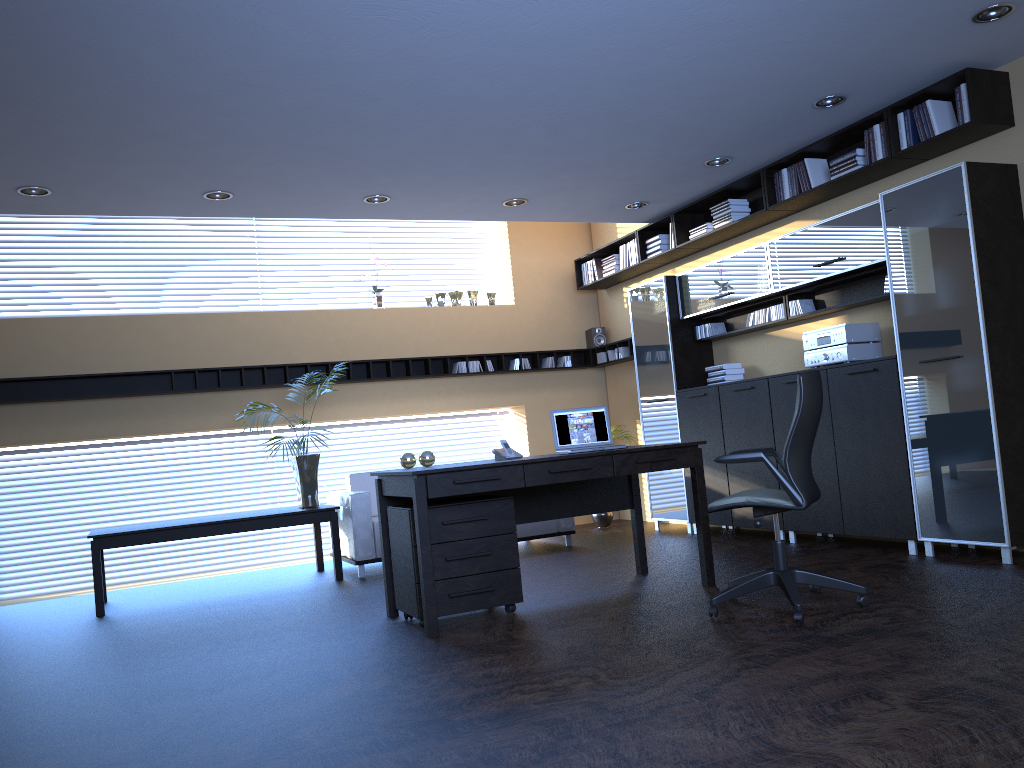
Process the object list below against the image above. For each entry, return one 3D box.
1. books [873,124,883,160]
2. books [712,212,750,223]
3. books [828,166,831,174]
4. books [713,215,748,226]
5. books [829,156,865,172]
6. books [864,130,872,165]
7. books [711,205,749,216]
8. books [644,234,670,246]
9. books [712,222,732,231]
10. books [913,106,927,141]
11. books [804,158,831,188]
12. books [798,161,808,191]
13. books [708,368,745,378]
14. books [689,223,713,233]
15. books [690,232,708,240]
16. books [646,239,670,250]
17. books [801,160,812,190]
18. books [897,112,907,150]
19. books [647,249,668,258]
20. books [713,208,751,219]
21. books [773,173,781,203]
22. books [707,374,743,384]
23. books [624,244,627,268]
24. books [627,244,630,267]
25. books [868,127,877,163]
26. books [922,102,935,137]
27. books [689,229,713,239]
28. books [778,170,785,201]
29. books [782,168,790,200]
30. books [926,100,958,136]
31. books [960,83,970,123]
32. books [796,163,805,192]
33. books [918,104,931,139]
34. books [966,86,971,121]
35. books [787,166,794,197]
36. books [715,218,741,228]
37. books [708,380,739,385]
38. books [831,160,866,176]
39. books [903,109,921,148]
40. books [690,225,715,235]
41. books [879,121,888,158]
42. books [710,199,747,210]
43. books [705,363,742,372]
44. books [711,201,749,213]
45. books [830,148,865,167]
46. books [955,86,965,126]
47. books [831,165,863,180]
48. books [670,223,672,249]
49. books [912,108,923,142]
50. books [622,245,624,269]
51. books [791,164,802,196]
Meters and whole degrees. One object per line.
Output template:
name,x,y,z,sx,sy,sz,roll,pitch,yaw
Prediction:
books,2.585,-1.646,6.091,0.207,0.258,0.050,-4,-3,-24
books,1.906,-1.444,7.722,0.207,0.028,0.259,-4,-4,-25
books,2.333,-1.580,6.724,0.207,0.257,0.072,-4,-3,-23
books,1.905,-1.417,7.696,0.207,0.028,0.259,-4,-4,-24
books,2.462,-1.582,6.402,0.207,0.031,0.259,-4,-4,-24
books,2.549,-1.635,6.190,0.207,0.260,0.055,-4,-3,-23
books,1.891,-1.503,7.699,0.207,0.028,0.259,-4,-4,-24
books,1.455,-1.413,8.703,0.207,0.050,0.259,-4,-4,-24
books,1.903,-1.360,7.692,0.207,0.028,0.259,-4,-4,-24
books,2.724,-1.681,5.765,0.207,0.259,0.075,-4,-3,-24
books,2.319,-1.580,6.693,0.207,0.257,0.072,-4,-3,-24
books,2.301,-1.574,6.769,0.207,0.259,0.075,-4,-3,-24
books,1.915,-0.099,7.930,0.207,0.050,0.259,-4,-4,-23
books,1.762,-1.411,8.019,0.207,0.028,0.259,-4,-4,-25
books,1.765,-1.327,7.991,0.207,0.028,0.259,-4,-4,-23
books,1.472,-1.365,8.683,0.207,0.050,0.259,-4,-4,-24
books,2.310,-1.575,6.737,0.207,0.257,0.072,-4,-3,-23
books,2.665,-1.666,5.900,0.207,0.258,0.050,-4,-3,-24
books,1.477,-1.263,8.678,0.207,0.050,0.259,-4,-4,-24
books,1.907,-1.476,7.693,0.207,0.028,0.259,-4,-4,-24
books,2.184,-1.544,7.049,0.207,0.258,0.050,-4,-3,-23
books,1.907,-0.047,7.936,0.207,0.050,0.259,-4,-4,-23
books,1.250,-1.314,9.171,0.207,0.259,0.075,-4,-3,-24
books,1.276,-1.318,9.148,0.207,0.259,0.075,-4,-3,-24
books,2.573,-1.641,6.142,0.207,0.258,0.050,-4,-3,-23
books,2.750,-1.687,5.707,0.207,0.259,0.075,-4,-3,-24
books,1.760,-1.354,8.003,0.207,0.028,0.259,-4,-4,-23
books,2.204,-1.549,7.001,0.207,0.258,0.050,-4,-3,-23
books,2.220,-1.554,6.951,0.207,0.258,0.050,-4,-3,-23
books,2.761,-1.690,5.677,0.207,0.259,0.075,-4,-3,-24
books,2.860,-1.714,5.462,0.207,0.258,0.036,-4,-3,-24
books,2.289,-1.571,6.798,0.207,0.259,0.075,-4,-3,-23
books,2.741,-1.684,5.737,0.207,0.259,0.075,-4,-3,-23
books,2.878,-1.718,5.421,0.207,0.258,0.050,-4,-3,-24
books,2.247,-1.559,6.906,0.207,0.258,0.050,-4,-3,-24
books,1.917,-1.391,7.678,0.207,0.028,0.259,-4,-4,-23
books,1.912,0.004,7.922,0.207,0.050,0.259,-4,-4,-23
books,2.470,-1.552,6.390,0.207,0.031,0.259,-4,-4,-24
books,2.686,-1.671,5.852,0.207,0.258,0.050,-4,-3,-24
books,1.768,-1.384,7.996,0.207,0.028,0.259,-4,-4,-24
books,2.607,-1.651,6.044,0.207,0.258,0.050,-4,-3,-24
books,1.882,-1.558,7.710,0.207,0.028,0.259,-4,-4,-24
books,1.893,-0.147,7.948,0.207,0.050,0.259,-4,-4,-24
books,1.890,-1.532,7.688,0.207,0.028,0.259,-4,-4,-24
books,2.460,-1.624,6.381,0.207,0.050,0.259,-4,-4,-24
books,2.852,-1.710,5.508,0.207,0.258,0.050,-4,-3,-24
books,2.477,-1.509,6.401,0.207,0.050,0.259,-4,-4,-24
books,1.588,-1.396,8.413,0.207,0.259,0.075,-4,-3,-24
books,2.731,-1.679,5.802,0.207,0.259,0.075,-4,-3,-23
books,1.236,-1.311,9.200,0.207,0.259,0.075,-4,-3,-23
books,2.265,-1.564,6.858,0.207,0.258,0.050,-4,-3,-23
